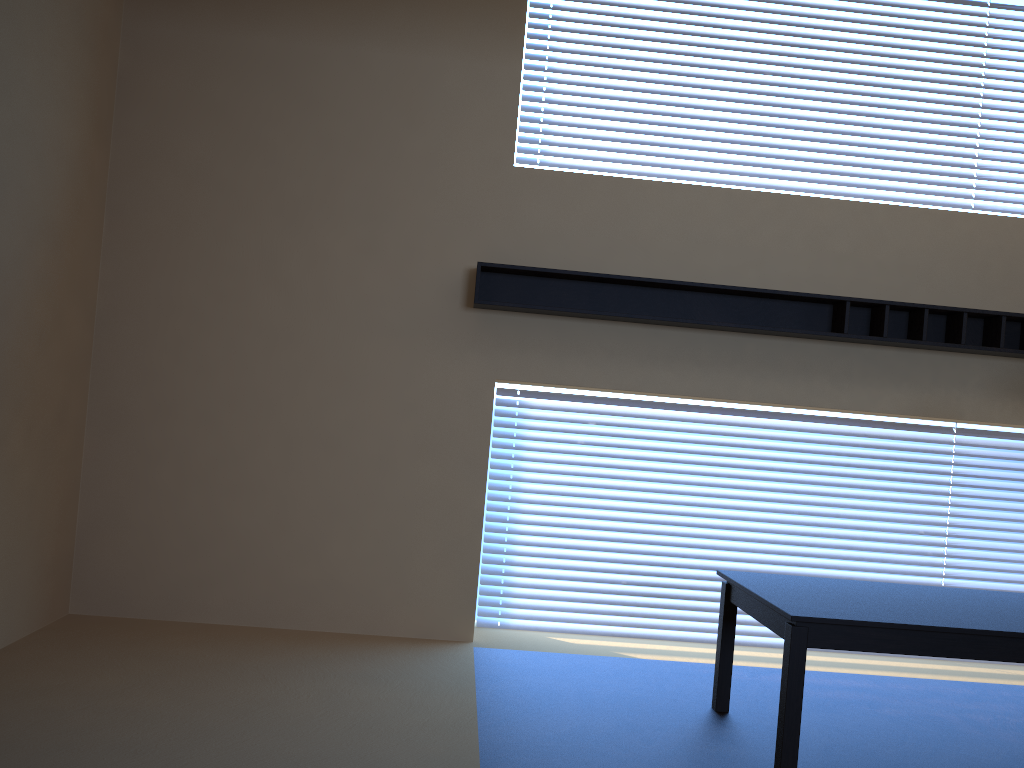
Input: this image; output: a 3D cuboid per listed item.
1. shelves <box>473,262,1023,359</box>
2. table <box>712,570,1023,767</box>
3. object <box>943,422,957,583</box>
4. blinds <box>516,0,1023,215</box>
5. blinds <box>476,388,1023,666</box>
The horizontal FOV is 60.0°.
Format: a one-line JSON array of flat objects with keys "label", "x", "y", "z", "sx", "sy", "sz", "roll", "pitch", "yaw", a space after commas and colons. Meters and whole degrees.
[{"label": "shelves", "x": 3.133, "y": -0.241, "z": 4.267, "sx": 6.623, "sy": 0.213, "sz": 1.249, "roll": 5, "pitch": -2, "yaw": -3}, {"label": "table", "x": 1.857, "y": 1.198, "z": 3.564, "sx": 1.895, "sy": 0.603, "sz": 0.898, "roll": 5, "pitch": -2, "yaw": -3}, {"label": "object", "x": 2.804, "y": 0.670, "z": 4.165, "sx": 1.039, "sy": 1.859, "sz": 1.898, "roll": 5, "pitch": -1, "yaw": 17}, {"label": "blinds", "x": 2.753, "y": -1.633, "z": 5.243, "sx": 5.392, "sy": 1.461, "sz": 0.039, "roll": 5, "pitch": -1, "yaw": -3}, {"label": "blinds", "x": 2.534, "y": 0.934, "z": 5.217, "sx": 5.392, "sy": 1.367, "sz": 0.047, "roll": 5, "pitch": -1, "yaw": -3}]
